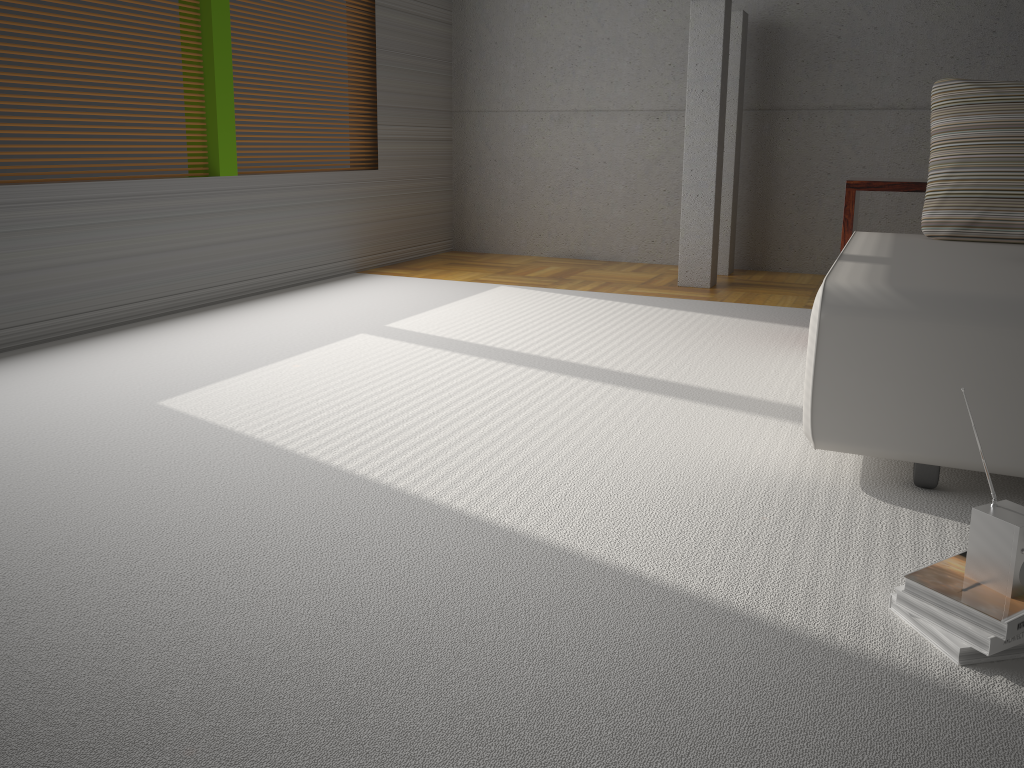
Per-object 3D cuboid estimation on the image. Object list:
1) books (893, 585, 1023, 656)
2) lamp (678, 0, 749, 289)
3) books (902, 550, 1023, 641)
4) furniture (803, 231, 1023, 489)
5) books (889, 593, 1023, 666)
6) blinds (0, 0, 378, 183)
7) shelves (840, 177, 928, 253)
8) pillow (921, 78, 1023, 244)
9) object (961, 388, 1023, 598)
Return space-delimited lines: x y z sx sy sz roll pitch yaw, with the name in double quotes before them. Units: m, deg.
"books" 0.855 0.393 1.584 0.265 0.031 0.192 -7 17 -26
"lamp" 1.275 -1.500 5.579 0.201 1.666 0.808 5 13 23
"books" 0.862 0.362 1.576 0.266 0.031 0.191 -9 18 -31
"furniture" 2.047 -0.067 2.523 2.175 0.514 1.635 7 16 23
"books" 0.855 0.424 1.590 0.265 0.031 0.192 -3 15 -12
"blinds" -1.580 -1.978 4.484 0.012 2.013 3.581 5 15 23
"shelves" 2.463 -0.398 3.394 2.257 0.705 0.405 7 14 23
"pillow" 1.945 -0.817 3.209 0.803 0.600 0.497 6 14 23
"object" 0.829 0.178 1.509 0.186 0.361 0.091 -5 13 -25
